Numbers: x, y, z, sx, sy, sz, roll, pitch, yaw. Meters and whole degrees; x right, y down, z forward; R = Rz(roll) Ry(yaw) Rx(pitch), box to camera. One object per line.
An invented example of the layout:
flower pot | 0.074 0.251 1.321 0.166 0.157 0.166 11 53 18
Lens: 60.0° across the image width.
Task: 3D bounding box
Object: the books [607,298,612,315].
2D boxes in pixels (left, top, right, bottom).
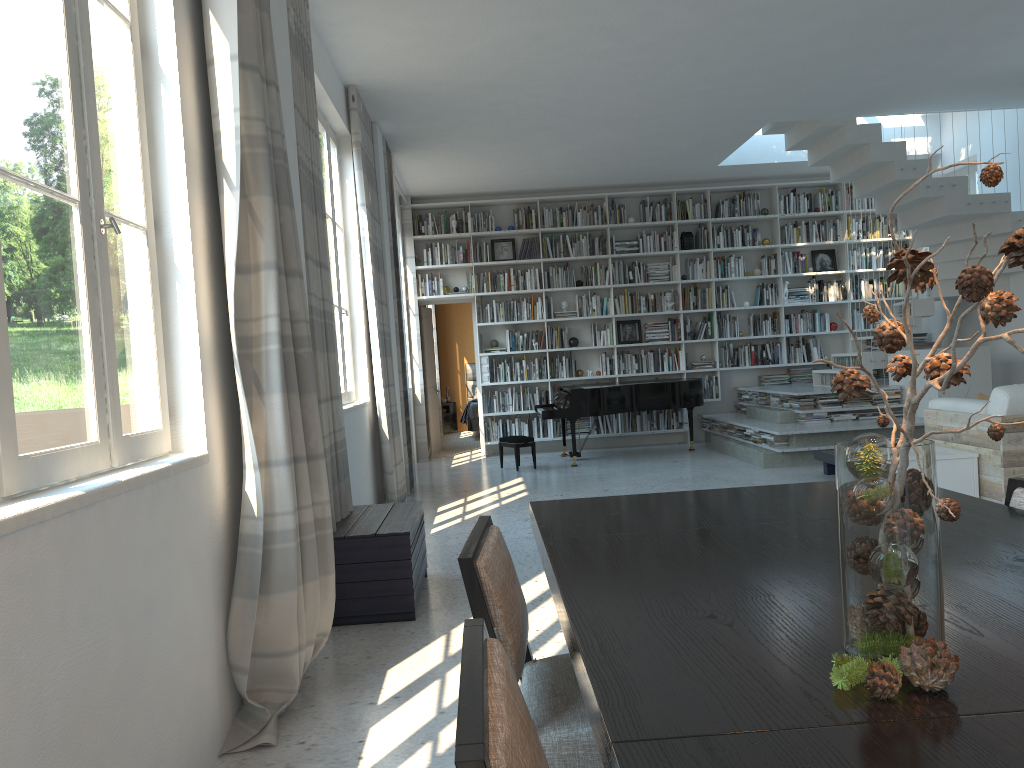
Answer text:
books | 1.218 -0.956 11.061 0.026 0.217 0.126 -4 2 -2

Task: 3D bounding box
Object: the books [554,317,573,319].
books | 0.660 -0.817 11.041 0.285 0.012 0.159 -4 1 -4

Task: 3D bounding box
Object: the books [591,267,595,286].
books | 1.003 -1.325 11.008 0.013 0.244 0.188 -4 2 -2

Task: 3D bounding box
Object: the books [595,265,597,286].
books | 1.037 -1.339 11.032 0.004 0.265 0.141 -4 2 -2

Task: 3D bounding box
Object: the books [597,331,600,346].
books | 1.072 -0.561 11.070 0.030 0.183 0.154 -4 2 -2

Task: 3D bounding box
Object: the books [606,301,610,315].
books | 1.193 -0.936 11.058 0.027 0.181 0.142 -4 2 -2

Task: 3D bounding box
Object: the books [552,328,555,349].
books | 0.518 -0.566 11.038 0.036 0.263 0.166 -4 2 -2

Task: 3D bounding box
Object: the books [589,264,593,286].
books | 0.978 -1.346 11.040 0.033 0.287 0.155 -4 2 -2

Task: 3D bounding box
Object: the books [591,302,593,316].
books | 0.985 -0.927 11.056 0.025 0.189 0.140 -4 2 -2

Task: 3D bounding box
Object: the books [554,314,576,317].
books | 0.658 -0.854 11.033 0.254 0.012 0.161 -4 1 -7

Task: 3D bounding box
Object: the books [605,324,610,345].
books | 1.191 -0.612 11.058 0.027 0.269 0.178 -4 2 -2

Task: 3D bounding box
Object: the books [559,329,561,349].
books | 0.595 -0.561 11.044 0.014 0.244 0.153 -4 2 -2

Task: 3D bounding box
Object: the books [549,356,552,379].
books | 0.480 -0.206 11.050 0.013 0.283 0.146 -4 2 -2

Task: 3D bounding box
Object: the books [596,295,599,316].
books | 1.058 -0.967 11.037 0.023 0.260 0.170 -4 2 -2

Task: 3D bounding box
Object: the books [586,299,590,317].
books | 0.937 -0.942 11.048 0.048 0.225 0.149 -4 2 -2

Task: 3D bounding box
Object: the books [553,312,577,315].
books | 0.657 -0.878 11.039 0.285 0.012 0.159 -4 1 0

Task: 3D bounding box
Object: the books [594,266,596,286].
books | 1.027 -1.332 11.032 0.017 0.253 0.139 -4 2 -2

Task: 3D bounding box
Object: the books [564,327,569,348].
books | 0.681 -0.578 11.054 0.028 0.266 0.144 -4 2 -2

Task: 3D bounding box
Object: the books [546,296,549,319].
books | 0.441 -0.947 11.046 0.011 0.298 0.135 -4 2 -2

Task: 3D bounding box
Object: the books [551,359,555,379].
books | 0.503 -0.186 11.048 0.030 0.239 0.157 -4 2 -2

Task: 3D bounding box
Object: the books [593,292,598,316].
books | 1.040 -0.986 11.035 0.011 0.301 0.178 -4 2 -2

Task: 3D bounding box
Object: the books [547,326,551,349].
books | 0.461 -0.573 11.038 0.025 0.284 0.145 -4 2 -2

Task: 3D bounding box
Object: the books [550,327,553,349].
books | 0.486 -0.570 11.044 0.026 0.275 0.154 -4 2 -2

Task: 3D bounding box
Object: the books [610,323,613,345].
books | 1.226 -0.620 11.052 0.021 0.282 0.162 -4 2 -2

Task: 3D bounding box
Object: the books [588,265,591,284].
books | 0.960 -1.339 11.029 0.005 0.275 0.157 -4 2 -2

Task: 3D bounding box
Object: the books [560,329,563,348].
books | 0.615 -0.565 11.061 0.028 0.248 0.142 -4 2 -2

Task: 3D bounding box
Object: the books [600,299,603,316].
books | 1.105 -0.950 11.060 0.026 0.219 0.150 -4 2 -2

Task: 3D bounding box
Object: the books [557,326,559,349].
books | 0.574 -0.574 11.022 0.026 0.274 0.190 -4 2 -2

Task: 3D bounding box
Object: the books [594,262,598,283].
books | 1.047 -1.358 11.028 0.006 0.304 0.165 -4 2 -2

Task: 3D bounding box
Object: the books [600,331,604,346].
books | 1.116 -0.567 11.056 0.057 0.188 0.156 -4 2 -2

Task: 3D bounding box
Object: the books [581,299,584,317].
books | 0.866 -0.939 11.056 0.024 0.227 0.137 -4 2 -2

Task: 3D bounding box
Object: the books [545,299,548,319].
books | 0.426 -0.925 11.028 0.024 0.257 0.134 -4 2 -2

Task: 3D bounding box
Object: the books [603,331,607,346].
books | 1.156 -0.569 11.062 0.024 0.188 0.172 -4 2 -2

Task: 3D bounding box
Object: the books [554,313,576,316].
books | 0.657 -0.866 11.037 0.254 0.012 0.161 -4 1 -5

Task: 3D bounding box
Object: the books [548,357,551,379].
books | 0.467 -0.202 11.059 0.013 0.276 0.147 -4 2 -2

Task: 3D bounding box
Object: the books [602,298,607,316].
books | 1.148 -0.956 11.038 0.060 0.227 0.179 -4 2 -2

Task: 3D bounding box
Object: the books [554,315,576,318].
books | 0.659 -0.842 11.036 0.254 0.012 0.161 -4 1 -6

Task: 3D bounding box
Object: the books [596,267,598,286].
books | 1.043 -1.333 11.026 0.006 0.253 0.180 -4 2 -2

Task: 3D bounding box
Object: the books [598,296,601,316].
books | 1.080 -0.967 11.058 0.022 0.256 0.152 -4 2 -2

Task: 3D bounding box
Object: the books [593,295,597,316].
books | 1.029 -0.968 11.027 0.012 0.265 0.192 -4 2 -2

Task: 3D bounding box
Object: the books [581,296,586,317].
books | 0.889 -0.960 11.041 0.022 0.267 0.151 -4 2 -2

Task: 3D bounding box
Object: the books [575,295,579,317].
books | 0.808 -0.963 11.030 0.012 0.285 0.159 -4 2 -2

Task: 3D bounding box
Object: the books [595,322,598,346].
books | 1.048 -0.617 11.061 0.012 0.298 0.166 -4 2 -2

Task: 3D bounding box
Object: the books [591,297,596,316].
books | 1.010 -0.957 11.037 0.028 0.247 0.170 -4 2 -2

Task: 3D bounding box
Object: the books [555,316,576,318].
books | 0.660 -0.830 11.045 0.254 0.012 0.161 -4 1 -2

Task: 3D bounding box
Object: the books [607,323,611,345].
books | 1.210 -0.618 11.049 0.011 0.279 0.187 -4 2 -2

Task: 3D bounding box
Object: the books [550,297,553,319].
books | 0.492 -0.940 11.031 0.021 0.278 0.136 -4 2 -2

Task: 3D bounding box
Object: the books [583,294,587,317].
books | 0.906 -0.970 11.029 0.012 0.286 0.167 -4 2 -2

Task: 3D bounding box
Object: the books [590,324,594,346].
books | 1.000 -0.608 11.056 0.012 0.285 0.159 -4 2 -2

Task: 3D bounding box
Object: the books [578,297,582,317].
books | 0.840 -0.946 11.026 0.030 0.247 0.174 -4 2 -2

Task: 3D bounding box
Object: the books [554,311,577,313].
books | 0.656 -0.890 11.034 0.285 0.012 0.159 -4 1 -6

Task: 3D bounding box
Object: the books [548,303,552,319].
books | 0.467 -0.904 11.037 0.034 0.210 0.136 -4 2 -2

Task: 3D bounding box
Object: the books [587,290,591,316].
books | 0.963 -0.996 11.038 0.010 0.329 0.173 -4 2 -2

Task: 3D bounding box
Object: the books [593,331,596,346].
books | 1.022 -0.559 11.054 0.025 0.186 0.154 -4 2 -2

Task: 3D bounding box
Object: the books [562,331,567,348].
books | 0.655 -0.551 11.039 0.028 0.216 0.175 -4 2 -2

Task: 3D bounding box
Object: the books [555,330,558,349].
books | 0.549 -0.550 11.043 0.025 0.228 0.153 -4 2 -2

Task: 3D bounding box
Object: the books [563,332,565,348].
books | 0.636 -0.545 11.042 0.011 0.208 0.180 -4 2 -2

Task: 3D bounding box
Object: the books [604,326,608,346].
books | 1.172 -0.598 11.051 0.012 0.244 0.171 -4 2 -2

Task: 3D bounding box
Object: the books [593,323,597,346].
books | 1.036 -0.614 11.064 0.011 0.292 0.155 -4 2 -2
